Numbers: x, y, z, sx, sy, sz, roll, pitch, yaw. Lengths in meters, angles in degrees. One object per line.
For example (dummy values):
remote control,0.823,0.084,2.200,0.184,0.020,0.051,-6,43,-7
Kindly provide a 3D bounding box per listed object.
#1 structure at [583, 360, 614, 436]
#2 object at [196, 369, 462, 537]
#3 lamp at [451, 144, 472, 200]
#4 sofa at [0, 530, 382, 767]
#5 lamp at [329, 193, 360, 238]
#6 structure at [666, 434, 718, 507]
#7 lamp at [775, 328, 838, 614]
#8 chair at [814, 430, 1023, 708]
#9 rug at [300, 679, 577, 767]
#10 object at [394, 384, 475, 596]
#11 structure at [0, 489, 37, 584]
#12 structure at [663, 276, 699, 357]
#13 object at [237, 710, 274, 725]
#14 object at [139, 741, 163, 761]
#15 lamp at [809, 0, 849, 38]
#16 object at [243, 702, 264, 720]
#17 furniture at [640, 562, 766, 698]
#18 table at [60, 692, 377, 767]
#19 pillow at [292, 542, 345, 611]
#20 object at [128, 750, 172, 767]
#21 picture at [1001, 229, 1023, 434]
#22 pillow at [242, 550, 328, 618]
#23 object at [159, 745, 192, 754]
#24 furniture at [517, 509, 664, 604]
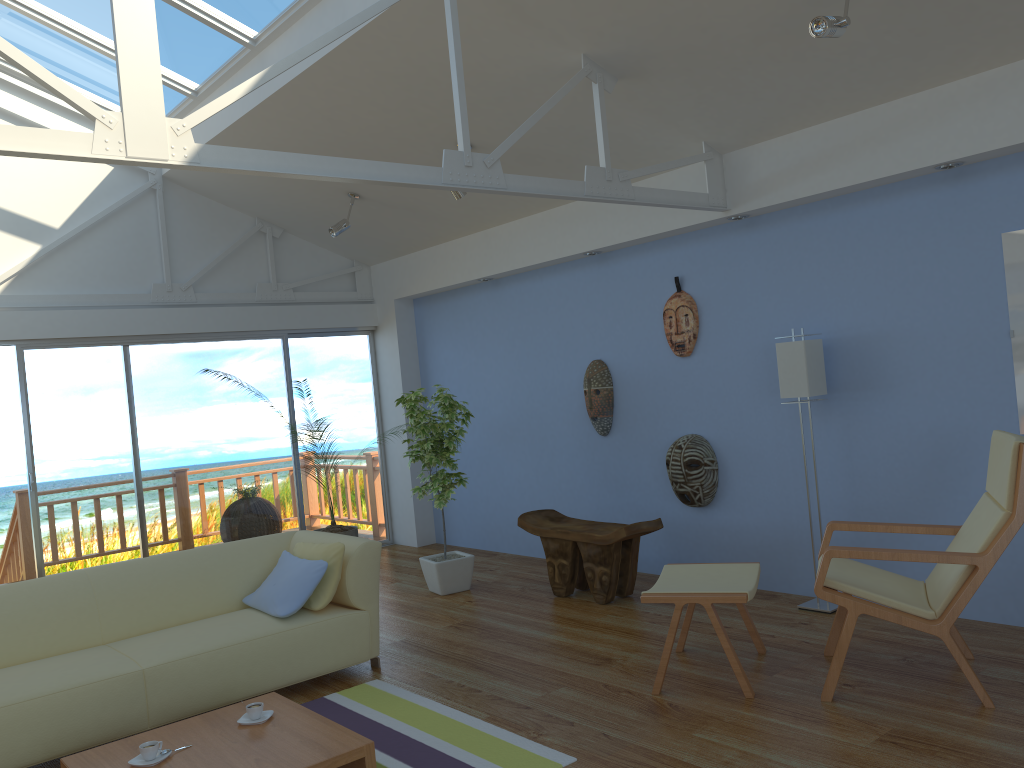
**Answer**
structure,0.581,0.102,6.184,0.115,0.541,0.254,-6,0,-39
object,-1.325,0.642,6.834,1.563,1.695,1.706,-5,0,42
lamp,-0.337,-1.324,5.524,0.195,0.351,0.127,-5,0,-22
sofa,-1.832,1.188,4.062,2.448,0.597,0.950,-6,0,-39
lamp,-1.247,-1.252,6.592,0.254,0.327,0.118,-5,0,-22
structure,1.094,0.556,5.559,0.185,0.466,0.359,-6,0,-39
lamp,1.617,0.455,4.802,0.200,1.520,0.200,-6,0,-39
chair,1.688,0.722,3.655,0.859,0.982,0.632,-5,0,21
rug,-1.017,1.467,3.064,2.100,0.018,1.400,-6,0,-39
object,-0.474,0.707,6.018,0.495,1.409,0.699,-5,0,4
structure,-4.898,1.890,7.778,6.950,2.064,4.086,-6,0,-39
structure,1.051,-0.422,5.592,0.063,0.508,0.264,-6,0,-39
object,-0.957,1.248,3.311,0.118,0.016,0.118,-5,0,6
object,-1.233,1.251,3.024,0.062,0.049,0.078,-5,0,-3
lamp,1.273,-1.500,3.497,0.257,0.296,0.119,-5,0,-22
object,-0.957,1.210,3.320,0.062,0.077,0.086,-5,0,21
furniture,0.876,1.076,3.974,0.449,0.427,0.619,-5,0,21
table,-1.016,1.359,3.054,0.800,0.198,0.800,-6,0,-39
pillow,-1.054,0.958,4.527,0.201,0.311,0.559,-6,0,-39
object,-1.230,1.275,3.016,0.118,0.016,0.118,-5,0,17
picture,2.764,-0.274,3.568,0.005,0.937,1.419,-6,0,-39
pillow,-1.154,1.005,4.457,0.272,0.244,0.566,-6,0,-37
object,-1.164,1.263,3.072,0.025,0.021,0.119,-5,0,42
furniture,0.479,1.070,5.532,0.329,0.507,1.100,-6,0,-39
